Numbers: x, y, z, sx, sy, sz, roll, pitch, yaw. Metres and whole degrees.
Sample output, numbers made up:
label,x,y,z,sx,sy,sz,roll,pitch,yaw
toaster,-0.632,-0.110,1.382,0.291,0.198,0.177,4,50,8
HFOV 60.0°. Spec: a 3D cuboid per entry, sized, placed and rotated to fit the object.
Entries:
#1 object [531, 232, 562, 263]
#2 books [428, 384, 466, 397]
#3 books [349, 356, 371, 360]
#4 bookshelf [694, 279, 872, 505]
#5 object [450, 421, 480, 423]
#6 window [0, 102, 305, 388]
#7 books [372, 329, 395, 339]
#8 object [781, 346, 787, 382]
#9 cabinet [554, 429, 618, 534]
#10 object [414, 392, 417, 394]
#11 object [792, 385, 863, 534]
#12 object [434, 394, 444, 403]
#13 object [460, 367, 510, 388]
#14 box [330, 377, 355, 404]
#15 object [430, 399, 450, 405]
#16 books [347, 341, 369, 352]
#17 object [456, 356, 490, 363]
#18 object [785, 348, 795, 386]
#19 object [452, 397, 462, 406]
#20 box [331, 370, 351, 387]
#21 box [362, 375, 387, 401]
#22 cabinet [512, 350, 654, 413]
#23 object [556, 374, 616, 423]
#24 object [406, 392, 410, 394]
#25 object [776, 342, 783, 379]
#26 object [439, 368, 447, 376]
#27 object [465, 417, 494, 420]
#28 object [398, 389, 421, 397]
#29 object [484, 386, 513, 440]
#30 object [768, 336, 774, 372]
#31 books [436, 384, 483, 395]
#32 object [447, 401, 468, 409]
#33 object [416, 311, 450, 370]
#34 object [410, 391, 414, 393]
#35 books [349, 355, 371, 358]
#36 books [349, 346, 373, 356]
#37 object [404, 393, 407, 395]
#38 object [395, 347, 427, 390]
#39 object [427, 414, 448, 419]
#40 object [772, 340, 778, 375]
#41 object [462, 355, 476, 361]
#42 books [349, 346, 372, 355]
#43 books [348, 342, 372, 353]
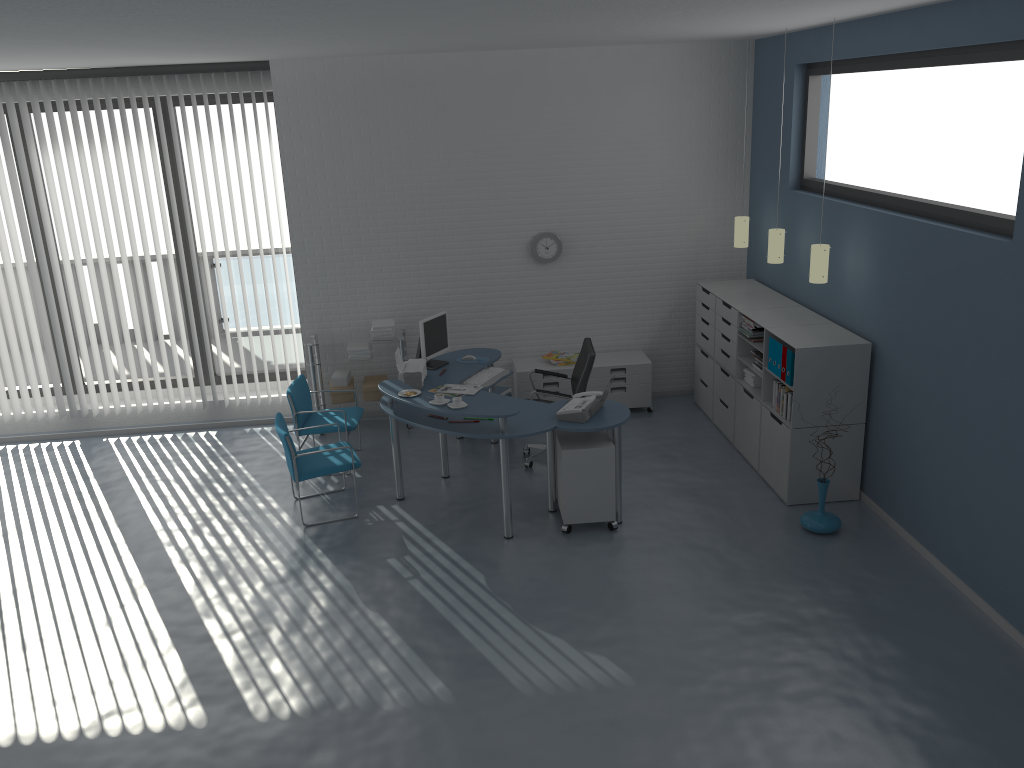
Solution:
label,x,y,z,sx,sy,sz,roll,pitch,yaw
object,0.317,-1.240,8.056,0.279,0.277,0.041,-4,18,-4
books,-0.449,0.051,6.575,0.300,0.005,0.200,12,23,38
books,-1.366,-0.270,7.983,0.190,0.015,0.270,-4,18,-5
bookshelf,2.060,-0.054,7.148,0.521,1.141,2.294,-4,18,-4
object,-0.316,0.251,5.920,0.200,0.010,0.011,-1,18,5
window,-3.703,-1.251,8.333,3.635,2.562,0.008,-4,18,-4
books,-1.146,-0.451,7.936,0.190,0.015,0.270,-4,18,-4
object,1.969,-0.146,6.136,0.181,0.247,0.082,-4,18,-4
cabinet,0.498,0.633,6.125,0.383,0.605,0.559,-3,18,-2
object,-0.667,0.062,6.095,0.025,0.005,0.027,-16,22,-35
object,2.021,0.507,5.695,0.312,0.972,0.357,-12,20,-28
object,-0.481,0.094,5.886,0.062,0.049,0.078,-7,18,-13
object,-0.220,-0.059,7.071,0.276,0.028,0.478,6,20,25
box,-1.534,0.055,8.036,0.207,0.133,0.347,-5,18,-9
object,-0.478,0.119,5.886,0.119,0.016,0.119,9,21,32
books,-1.379,-0.338,7.951,0.190,0.015,0.270,-5,18,-7
object,-0.324,-0.213,7.349,0.285,0.026,0.213,0,18,8
object,1.977,-0.121,6.057,0.181,0.247,0.082,-4,18,-4
object,-0.355,0.115,5.801,0.062,0.049,0.078,3,18,16
box,-1.539,-0.051,8.002,0.139,0.090,0.234,-3,18,0
box,-1.241,0.035,8.057,0.207,0.133,0.347,-4,18,-4
cabinet,0.650,0.012,8.247,1.259,0.484,0.447,-4,18,-4
object,0.497,0.060,5.957,0.399,0.280,0.405,6,19,24
object,-0.712,0.063,6.085,0.025,0.005,0.027,-3,18,0
object,1.962,-0.171,6.216,0.181,0.247,0.082,-4,18,-4
object,-0.548,-0.095,7.029,0.013,0.013,0.178,2,18,13
object,-0.221,0.234,5.960,0.200,0.010,0.011,2,18,13
object,-0.701,0.066,6.083,0.162,0.011,0.162,11,22,36
object,-0.232,0.236,7.772,0.471,0.422,0.199,8,20,29
object,1.947,-0.221,6.374,0.181,0.247,0.082,-4,18,-4
books,-0.387,0.041,6.589,0.300,0.010,0.200,4,19,19
object,-0.356,0.141,5.802,0.119,0.016,0.119,-11,19,-24
object,-0.669,-0.349,7.178,0.212,0.417,0.365,7,20,27
object,-0.687,0.056,6.103,0.025,0.005,0.027,12,23,39
books,-1.367,-0.284,7.979,0.190,0.015,0.270,-5,18,-8
books,-1.359,-0.300,7.978,0.190,0.015,0.270,-4,18,-4
object,-0.727,0.070,6.078,0.027,0.005,0.025,8,21,31
object,-0.769,-0.134,6.755,0.197,0.273,0.392,-2,18,1
object,-0.510,0.222,6.033,0.178,0.013,0.013,9,21,32
object,1.955,-0.196,6.295,0.181,0.247,0.082,-4,18,-4
object,-0.357,-0.218,7.343,0.115,0.035,0.054,-1,18,5
books,-1.360,-0.313,7.968,0.190,0.015,0.270,-4,18,-5
books,-1.363,-0.329,7.970,0.190,0.015,0.270,-4,18,-3
